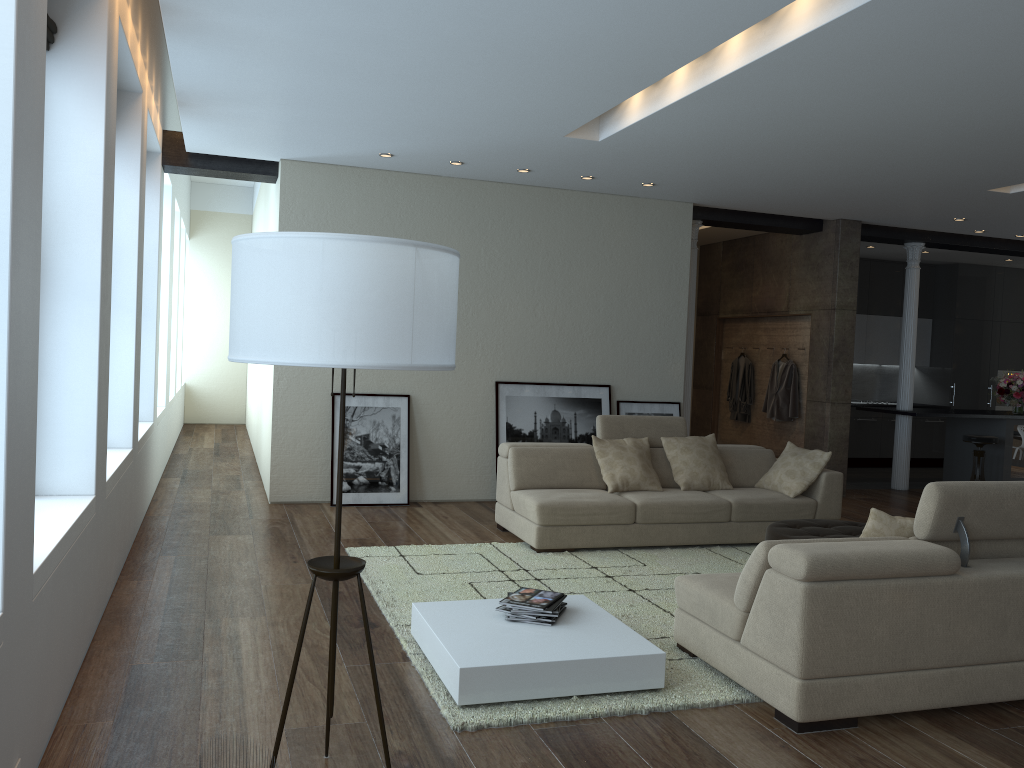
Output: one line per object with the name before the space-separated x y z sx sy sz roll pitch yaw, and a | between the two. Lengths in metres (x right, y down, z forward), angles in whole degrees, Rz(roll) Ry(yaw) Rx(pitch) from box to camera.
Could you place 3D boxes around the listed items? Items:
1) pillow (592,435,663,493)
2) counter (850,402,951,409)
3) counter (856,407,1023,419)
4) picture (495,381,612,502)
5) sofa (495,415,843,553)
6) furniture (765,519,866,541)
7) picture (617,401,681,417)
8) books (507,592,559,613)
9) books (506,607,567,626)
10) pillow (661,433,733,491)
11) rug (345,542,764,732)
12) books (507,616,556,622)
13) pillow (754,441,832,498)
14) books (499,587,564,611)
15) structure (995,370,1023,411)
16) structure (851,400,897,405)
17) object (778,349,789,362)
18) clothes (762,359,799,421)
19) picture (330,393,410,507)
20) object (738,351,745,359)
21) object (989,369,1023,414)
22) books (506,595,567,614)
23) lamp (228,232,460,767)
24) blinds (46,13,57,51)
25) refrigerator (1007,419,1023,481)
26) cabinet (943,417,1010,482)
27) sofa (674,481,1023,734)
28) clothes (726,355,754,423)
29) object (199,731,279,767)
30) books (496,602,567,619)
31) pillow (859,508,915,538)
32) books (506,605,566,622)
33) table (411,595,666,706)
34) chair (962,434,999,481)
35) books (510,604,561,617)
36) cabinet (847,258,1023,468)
pillow | 0.898 0.620 6.936 0.519 0.416 0.368 2 2 -23
counter | 4.546 0.364 12.718 3.597 0.223 0.807 2 2 -18
counter | 6.124 0.377 10.974 3.700 0.040 1.000 2 2 -18
picture | 0.413 0.566 8.459 1.183 1.140 0.225 2 2 -18
sofa | 1.245 0.750 7.056 2.581 0.950 1.021 2 2 -18
furniture | 2.164 1.120 5.681 1.057 0.355 1.057 2 2 -16
picture | 1.374 0.671 8.795 0.700 0.988 0.195 2 2 -18
books | 0.096 1.037 4.208 0.220 0.010 0.300 2 2 -3
books | 0.118 1.086 4.202 0.220 0.010 0.300 3 2 17
pillow | 1.488 0.628 7.144 0.534 0.439 0.301 2 2 -22
rug | 1.326 1.281 5.389 4.231 0.020 2.972 2 2 -18
books | 0.094 1.075 4.209 0.220 0.010 0.300 3 2 2
pillow | 2.282 0.685 7.158 0.395 0.393 0.518 2 2 -22
books | 0.096 1.017 4.207 0.220 0.010 0.300 3 2 22
structure | 7.402 0.090 13.518 0.595 0.596 0.591 2 2 -18
structure | 5.137 0.276 12.864 0.900 0.066 0.520 2 2 -18
object | 3.199 -0.314 10.417 0.010 0.219 0.430 2 2 -18
clothes | 3.164 0.072 10.436 0.173 0.735 0.700 2 2 -20
picture | -1.260 0.586 7.925 0.700 0.988 0.195 2 2 -18
object | 2.928 -0.358 11.276 0.010 0.219 0.430 2 2 -18
object | 6.225 0.090 10.888 0.544 0.552 0.570 2 2 -12
books | 0.120 1.028 4.200 0.220 0.010 0.300 3 2 17
lamp | -0.549 0.435 2.803 0.698 1.728 0.698 3 2 5
blinds | -1.870 -1.584 3.244 0.156 0.424 1.439 2 2 -18
refrigerator | 6.106 0.802 10.534 0.578 0.774 0.075 2 2 -14
cabinet | 5.941 0.839 10.937 0.642 0.897 0.900 2 2 -18
sofa | 2.166 0.894 4.260 2.581 0.950 1.021 2 2 -18
clothes | 2.892 0.055 11.293 0.141 0.855 0.569 2 2 -18
object | -0.453 0.967 1.441 0.458 0.781 0.458 2 2 -19
books | 0.095 1.056 4.209 0.220 0.010 0.300 4 2 32
pillow | 1.820 0.764 4.139 0.519 0.416 0.368 2 2 -14
books | 0.119 1.067 4.202 0.220 0.010 0.300 3 2 17
table | 0.078 1.181 4.022 0.900 0.170 0.900 2 2 -18
chair | 5.647 1.204 6.846 16.134 0.952 21.556 2 2 -18
books | 0.119 1.048 4.201 0.220 0.010 0.300 3 2 7
cabinet | 6.389 -0.277 13.282 7.409 2.980 0.827 2 2 -18
